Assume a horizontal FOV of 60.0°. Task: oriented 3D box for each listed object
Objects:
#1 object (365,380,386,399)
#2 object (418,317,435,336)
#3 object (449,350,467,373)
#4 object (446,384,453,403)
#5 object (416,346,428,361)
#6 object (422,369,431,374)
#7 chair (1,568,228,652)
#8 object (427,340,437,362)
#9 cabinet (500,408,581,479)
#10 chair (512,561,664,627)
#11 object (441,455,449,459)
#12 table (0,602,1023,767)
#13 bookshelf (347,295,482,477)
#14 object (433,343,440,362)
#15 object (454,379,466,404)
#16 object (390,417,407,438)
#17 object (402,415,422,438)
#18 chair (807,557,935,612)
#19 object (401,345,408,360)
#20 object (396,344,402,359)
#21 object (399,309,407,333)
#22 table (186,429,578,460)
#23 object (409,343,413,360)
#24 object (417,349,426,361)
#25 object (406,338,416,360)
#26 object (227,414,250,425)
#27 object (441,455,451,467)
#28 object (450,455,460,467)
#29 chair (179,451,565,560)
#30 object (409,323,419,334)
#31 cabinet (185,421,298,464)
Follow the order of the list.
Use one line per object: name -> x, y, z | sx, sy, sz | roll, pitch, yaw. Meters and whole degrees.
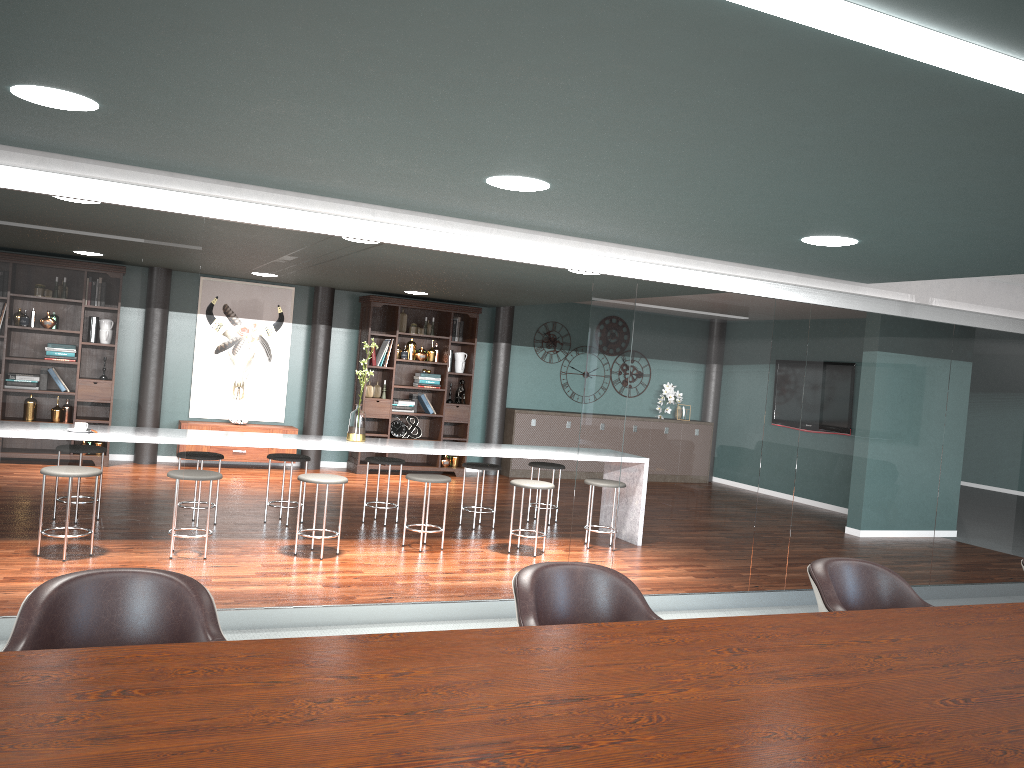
object -> -1.559, 0.045, 10.045 | 0.250, 0.221, 0.186 | 4, 1, -27
object -> -1.001, -0.674, 10.261 | 0.196, 0.221, 0.184 | 4, 1, -25
object -> -0.661, -0.265, 10.477 | 0.268, 0.262, 0.137 | 5, 1, 15
object -> -0.724, 0.109, 10.403 | 0.077, 0.228, 0.077 | 4, 1, -42
object -> -1.034, -0.351, 10.157 | 0.144, 0.175, 0.073 | 5, 1, -23
object -> -0.996, -0.148, 10.301 | 0.104, 0.052, 0.100 | 5, 1, -21
chair -> -0.874, 0.835, 1.939 | 0.535, 0.761, 0.518 | 5, 1, -19
object -> -0.926, -0.384, 10.257 | 0.108, 0.256, 0.108 | 5, 1, 9
cabinet -> -2.964, 0.482, 9.536 | 12.287, 0.820, 0.402 | 4, 1, -25
chair -> 0.213, 0.920, 2.443 | 0.535, 0.761, 0.518 | 5, 1, -19
object -> -0.793, 0.881, 10.476 | 0.099, 0.169, 0.099 | 6, 1, 39
table -> 0.138, 0.961, 1.451 | 6.694, 0.706, 1.374 | 4, 1, -25
bookshelf -> -1.136, 0.042, 10.265 | 1.339, 1.984, 0.482 | 4, 1, -25
object -> -0.890, -0.366, 10.378 | 0.092, 0.222, 0.092 | 5, 1, 9
object -> -0.621, 0.086, 10.465 | 0.116, 0.286, 0.215 | 4, 1, -29
object -> -1.313, 0.501, 10.117 | 0.224, 0.238, 0.159 | 4, 1, -25
object -> -1.161, 0.496, 10.315 | 0.233, 0.268, 0.051 | 4, 1, -25
chair -> 1.188, 0.997, 2.886 | 0.533, 0.761, 0.523 | 4, 1, -43
object -> -1.223, -0.358, 10.098 | 0.079, 0.161, 0.080 | 5, 1, 1
object -> -1.312, -0.373, 10.158 | 0.105, 0.172, 0.105 | 4, 1, -29
object -> -1.256, -0.720, 10.160 | 0.104, 0.273, 0.104 | 5, 1, 11
table -> -1.138, 0.761, 6.377 | 4.577, 0.699, 0.609 | 4, 1, -25
object -> -1.147, -0.367, 10.100 | 0.040, 0.191, 0.040 | 5, 1, -16
object -> -1.048, -0.351, 10.286 | 0.099, 0.169, 0.099 | 6, 1, 39
object -> -1.161, -0.400, 10.207 | 0.114, 0.251, 0.114 | 5, 1, 1
object -> -2.949, 0.382, 9.578 | 0.245, 0.112, 0.261 | 5, 1, -17
object -> -0.778, 0.881, 10.347 | 0.144, 0.175, 0.073 | 5, 1, -23
object -> -0.670, 0.848, 10.447 | 0.108, 0.256, 0.108 | 5, 1, 9
chair -> -1.143, 0.854, 6.445 | 4.029, 0.512, 1.479 | 4, 1, -25
object -> -1.128, -0.636, 10.193 | 0.096, 0.126, 0.106 | 6, 1, 26
cabinet -> -2.958, 0.628, 9.569 | 1.200, 0.379, 0.368 | 4, 1, -25
